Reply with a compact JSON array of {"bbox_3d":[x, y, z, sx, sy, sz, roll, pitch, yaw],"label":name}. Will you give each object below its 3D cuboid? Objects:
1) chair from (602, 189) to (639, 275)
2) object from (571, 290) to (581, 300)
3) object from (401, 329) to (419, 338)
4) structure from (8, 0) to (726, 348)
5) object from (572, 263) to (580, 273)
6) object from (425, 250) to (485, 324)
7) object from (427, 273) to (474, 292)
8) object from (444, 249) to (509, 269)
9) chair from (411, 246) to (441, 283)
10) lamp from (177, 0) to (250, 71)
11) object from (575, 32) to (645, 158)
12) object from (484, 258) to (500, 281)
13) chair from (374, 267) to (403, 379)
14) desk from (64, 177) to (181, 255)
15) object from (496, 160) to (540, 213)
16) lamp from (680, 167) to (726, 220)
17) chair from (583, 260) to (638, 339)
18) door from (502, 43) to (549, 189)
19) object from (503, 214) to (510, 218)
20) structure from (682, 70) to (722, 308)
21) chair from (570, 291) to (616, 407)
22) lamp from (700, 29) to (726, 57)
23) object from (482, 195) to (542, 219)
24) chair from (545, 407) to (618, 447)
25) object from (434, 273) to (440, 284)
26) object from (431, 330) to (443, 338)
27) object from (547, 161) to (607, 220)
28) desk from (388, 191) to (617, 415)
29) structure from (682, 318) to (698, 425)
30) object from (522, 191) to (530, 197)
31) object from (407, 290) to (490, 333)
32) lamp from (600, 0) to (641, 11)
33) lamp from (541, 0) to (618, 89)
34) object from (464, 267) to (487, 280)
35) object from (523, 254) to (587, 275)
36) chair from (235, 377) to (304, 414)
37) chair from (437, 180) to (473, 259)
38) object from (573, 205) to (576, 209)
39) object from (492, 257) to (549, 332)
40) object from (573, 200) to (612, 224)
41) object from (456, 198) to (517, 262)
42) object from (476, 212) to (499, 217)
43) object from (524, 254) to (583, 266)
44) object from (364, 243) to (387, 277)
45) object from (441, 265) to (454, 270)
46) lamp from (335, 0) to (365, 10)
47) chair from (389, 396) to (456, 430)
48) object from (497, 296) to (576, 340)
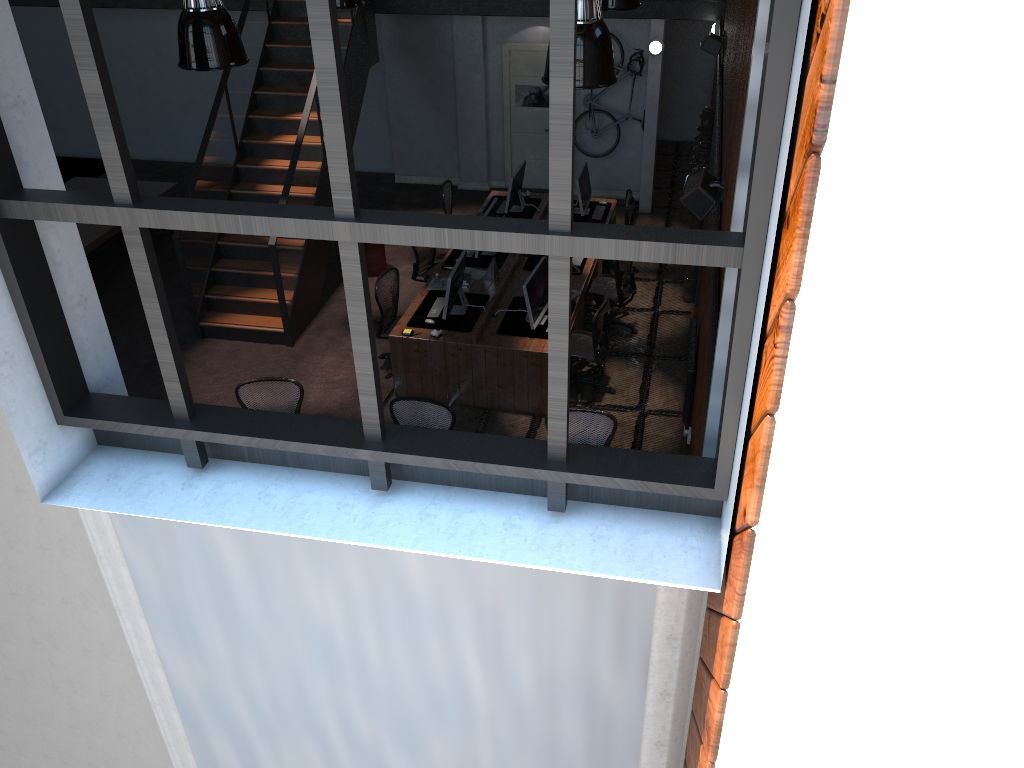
[{"bbox_3d":[1.267,-1.938,11.471,0.792,1.085,0.770,-6,33,-8],"label":"chair"},{"bbox_3d":[0.504,-0.943,9.550,0.304,0.017,0.467,20,38,29],"label":"object"},{"bbox_3d":[-1.047,-0.524,8.960,0.158,0.026,0.154,-19,37,-26],"label":"object"},{"bbox_3d":[-2.411,-3.396,11.783,10.620,4.603,5.793,5,34,10],"label":"structure"},{"bbox_3d":[0.556,-1.344,9.840,0.304,0.380,0.417,-9,34,-12],"label":"object"},{"bbox_3d":[-0.554,-0.995,9.188,0.610,0.573,0.714,5,33,9],"label":"object"},{"bbox_3d":[-0.684,-1.152,9.852,0.478,0.098,0.319,4,33,9],"label":"object"},{"bbox_3d":[-0.373,-1.577,10.582,0.687,0.008,0.848,6,34,11],"label":"object"},{"bbox_3d":[-0.847,-1.420,10.742,0.792,1.085,0.770,5,33,9],"label":"chair"},{"bbox_3d":[-1.940,-3.064,5.068,0.445,2.372,0.445,-19,37,-25],"label":"lamp"},{"bbox_3d":[1.447,-4.182,12.936,1.022,1.846,0.655,-8,34,-10],"label":"object"},{"bbox_3d":[-0.238,-1.319,9.891,0.165,0.320,0.178,11,35,18],"label":"object"},{"bbox_3d":[-1.123,-0.692,9.628,0.792,1.085,0.770,-1,33,1],"label":"chair"},{"bbox_3d":[-5.977,-1.689,11.635,1.650,0.750,3.630,5,34,10],"label":"desk"},{"bbox_3d":[0.021,-2.545,11.567,0.586,0.581,0.692,-18,37,-25],"label":"object"},{"bbox_3d":[1.271,-1.282,5.925,0.283,0.287,0.328,5,34,10],"label":"lamp"},{"bbox_3d":[1.089,-1.121,10.217,0.792,1.085,0.770,5,33,9],"label":"chair"},{"bbox_3d":[0.375,-4.087,13.728,1.013,2.268,0.064,5,34,10],"label":"door"},{"bbox_3d":[-0.067,-2.082,11.241,0.078,0.138,0.099,16,37,24],"label":"object"},{"bbox_3d":[2.300,-2.247,10.412,0.500,2.745,1.003,9,34,15],"label":"structure"},{"bbox_3d":[0.688,-0.393,9.108,0.792,1.085,0.770,-1,33,1],"label":"chair"},{"bbox_3d":[2.180,-3.704,9.630,0.262,0.260,0.328,5,34,10],"label":"lamp"},{"bbox_3d":[-0.017,-2.315,11.708,0.687,0.008,0.848,6,34,11],"label":"object"},{"bbox_3d":[0.577,0.786,7.292,0.770,1.085,0.792,-6,33,-8],"label":"chair"},{"bbox_3d":[-0.843,-1.191,9.950,0.054,0.064,0.159,-1,33,0],"label":"object"},{"bbox_3d":[-0.759,-0.514,8.903,0.106,0.063,0.082,16,37,24],"label":"object"},{"bbox_3d":[0.955,-2.462,11.405,0.799,0.576,0.648,-20,37,-26],"label":"object"},{"bbox_3d":[0.086,-1.210,10.612,1.748,0.840,4.117,7,34,12],"label":"desk"},{"bbox_3d":[1.744,-0.120,8.714,0.073,0.628,1.064,5,34,10],"label":"structure"},{"bbox_3d":[0.190,-2.589,12.073,0.106,0.063,0.082,-11,34,-14],"label":"object"},{"bbox_3d":[-0.661,-0.778,9.359,0.687,0.008,0.848,6,34,11],"label":"object"},{"bbox_3d":[0.777,-3.993,6.388,0.445,2.372,0.445,13,35,20],"label":"lamp"},{"bbox_3d":[0.374,-2.778,4.550,0.445,2.372,0.445,4,33,8],"label":"lamp"},{"bbox_3d":[-0.449,-1.260,10.100,0.315,0.002,0.246,15,36,23],"label":"object"},{"bbox_3d":[0.541,-1.490,10.418,0.687,0.008,0.848,6,34,11],"label":"object"},{"bbox_3d":[-2.058,0.532,7.771,0.770,1.085,0.792,-12,34,-16],"label":"chair"},{"bbox_3d":[-0.643,-2.157,11.872,0.792,1.085,0.770,-6,33,-8],"label":"chair"},{"bbox_3d":[0.679,-2.082,11.013,0.229,0.351,0.135,4,33,8],"label":"object"},{"bbox_3d":[0.281,-0.875,8.980,0.811,0.578,0.663,-14,35,-18],"label":"object"},{"bbox_3d":[0.908,-2.226,11.541,0.687,0.008,0.848,6,34,11],"label":"object"},{"bbox_3d":[-0.378,-1.785,10.403,0.735,0.576,0.654,-19,37,-25],"label":"object"},{"bbox_3d":[-0.371,-2.123,11.369,0.363,0.065,0.325,21,39,30],"label":"object"},{"bbox_3d":[0.624,-1.728,10.285,0.772,0.578,0.642,-20,37,-26],"label":"object"},{"bbox_3d":[-1.858,-1.807,11.700,0.414,0.707,0.414,-20,37,-26],"label":"object"},{"bbox_3d":[-0.704,-1.341,10.209,0.215,0.031,0.089,5,34,10],"label":"object"},{"bbox_3d":[-1.517,-4.258,6.989,0.445,2.372,0.445,19,38,28],"label":"lamp"},{"bbox_3d":[-0.769,0.706,7.460,0.770,1.085,0.792,-1,33,1],"label":"chair"},{"bbox_3d":[0.264,-0.690,9.193,0.687,0.008,0.848,6,34,11],"label":"object"}]
